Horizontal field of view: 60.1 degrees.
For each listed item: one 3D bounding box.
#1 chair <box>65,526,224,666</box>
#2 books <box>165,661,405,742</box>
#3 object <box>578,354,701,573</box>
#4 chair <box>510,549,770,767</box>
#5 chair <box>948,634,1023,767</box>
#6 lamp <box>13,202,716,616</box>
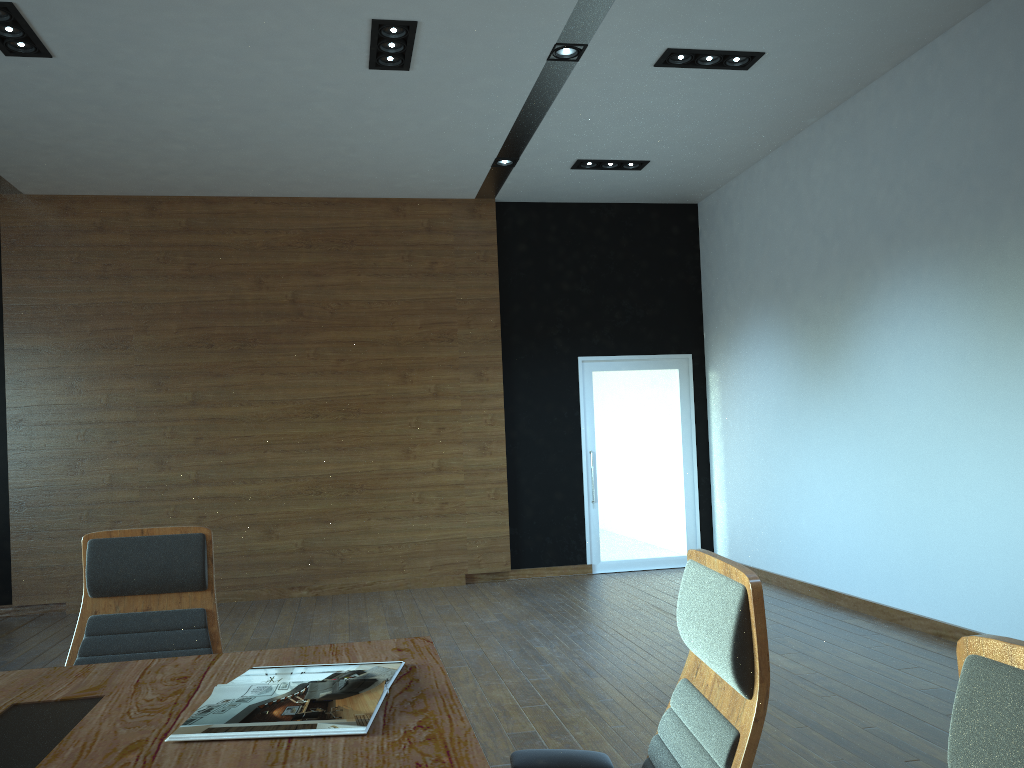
[{"bbox_3d":[-1.096,1.001,2.515,0.706,1.126,0.697,-2,-2,-8],"label":"chair"},{"bbox_3d":[-0.469,0.680,1.971,0.389,0.033,0.545,-2,-4,1],"label":"books"},{"bbox_3d":[1.278,0.796,8.991,1.197,2.158,0.200,-2,-1,-11],"label":"object"},{"bbox_3d":[0.092,0.890,1.585,0.696,1.126,0.707,-2,-2,-4],"label":"chair"},{"bbox_3d":[0.258,0.827,0.732,0.696,1.126,0.707,-2,-2,-10],"label":"chair"},{"bbox_3d":[-2.147,-0.053,5.715,9.388,3.704,16.717,-2,-4,-11],"label":"lamp"}]
